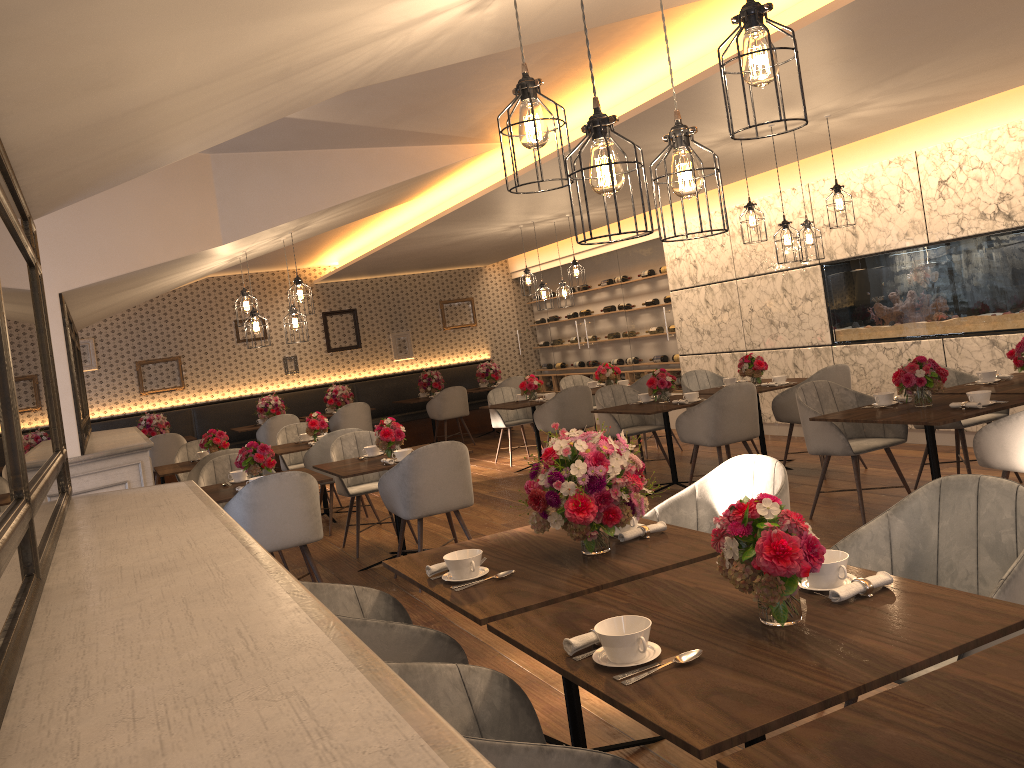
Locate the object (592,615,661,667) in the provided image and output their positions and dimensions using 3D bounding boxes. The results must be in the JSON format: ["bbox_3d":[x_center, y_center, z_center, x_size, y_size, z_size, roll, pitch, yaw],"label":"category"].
[{"bbox_3d":[0.243,0.554,1.902,0.148,0.072,0.149,-7,3,18],"label":"object"}]

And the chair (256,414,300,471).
[{"bbox_3d":[-2.996,0.824,11.548,0.567,0.872,0.525,-8,1,-25],"label":"chair"}]

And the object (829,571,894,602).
[{"bbox_3d":[0.824,0.479,2.089,0.176,0.039,0.056,-9,2,-25],"label":"object"}]

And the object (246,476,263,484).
[{"bbox_3d":[-1.574,0.619,5.515,0.148,0.072,0.149,-7,3,33],"label":"object"}]

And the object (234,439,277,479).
[{"bbox_3d":[-1.677,0.505,5.752,0.304,0.301,0.235,-7,1,40],"label":"object"}]

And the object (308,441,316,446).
[{"bbox_3d":[-1.798,0.537,7.969,0.056,0.039,0.175,-9,3,-25],"label":"object"}]

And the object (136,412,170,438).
[{"bbox_3d":[-4.647,0.562,11.453,0.421,0.425,0.404,-9,2,-37],"label":"object"}]

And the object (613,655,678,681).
[{"bbox_3d":[0.304,0.583,1.842,0.211,0.004,0.022,-9,3,-25],"label":"object"}]

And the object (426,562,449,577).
[{"bbox_3d":[-0.193,0.582,2.850,0.176,0.039,0.056,-9,2,-25],"label":"object"}]

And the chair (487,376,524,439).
[{"bbox_3d":[-0.004,0.325,12.961,0.567,0.872,0.525,-8,1,-25],"label":"chair"}]

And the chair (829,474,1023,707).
[{"bbox_3d":[1.150,0.725,2.375,0.528,0.872,0.563,-8,1,-25],"label":"chair"}]

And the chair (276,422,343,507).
[{"bbox_3d":[-2.055,0.833,8.879,0.567,0.872,0.525,-8,1,-25],"label":"chair"}]

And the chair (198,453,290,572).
[{"bbox_3d":[-1.942,0.951,6.368,0.567,0.872,0.525,-8,1,-25],"label":"chair"}]

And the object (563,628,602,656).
[{"bbox_3d":[0.197,0.572,2.005,0.176,0.039,0.056,-9,2,-25],"label":"object"}]

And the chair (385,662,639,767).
[{"bbox_3d":[-0.034,0.924,1.796,0.528,0.872,0.563,-8,1,-25],"label":"chair"}]

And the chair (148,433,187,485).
[{"bbox_3d":[-4.266,1.036,10.948,0.567,0.872,0.525,-8,1,-25],"label":"chair"}]

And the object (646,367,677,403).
[{"bbox_3d":[1.255,0.002,7.387,0.233,0.301,0.306,-7,2,43],"label":"object"}]

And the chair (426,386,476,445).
[{"bbox_3d":[-0.864,0.469,12.554,0.567,0.872,0.525,-8,1,-25],"label":"chair"}]

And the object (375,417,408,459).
[{"bbox_3d":[-0.839,0.364,6.161,0.234,0.301,0.305,-8,1,-6],"label":"object"}]

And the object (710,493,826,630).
[{"bbox_3d":[0.589,0.383,2.008,0.234,0.301,0.305,-8,1,-6],"label":"object"}]

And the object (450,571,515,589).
[{"bbox_3d":[-0.087,0.594,2.687,0.211,0.004,0.022,-9,3,-25],"label":"object"}]

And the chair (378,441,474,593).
[{"bbox_3d":[-0.497,0.788,5.584,0.567,0.872,0.525,-8,1,-25],"label":"chair"}]

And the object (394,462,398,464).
[{"bbox_3d":[-0.798,0.513,5.890,0.025,0.024,0.192,-9,3,-25],"label":"object"}]

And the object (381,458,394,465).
[{"bbox_3d":[-0.826,0.512,5.867,0.056,0.039,0.175,-9,3,-25],"label":"object"}]

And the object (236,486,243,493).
[{"bbox_3d":[-1.674,0.653,5.466,0.056,0.039,0.175,-9,3,-25],"label":"object"}]

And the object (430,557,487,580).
[{"bbox_3d":[-0.169,0.588,2.822,0.193,0.024,0.025,-9,2,-25],"label":"object"}]

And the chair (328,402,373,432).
[{"bbox_3d":[-2.135,0.681,11.955,0.567,0.872,0.525,-8,1,-25],"label":"chair"}]

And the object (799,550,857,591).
[{"bbox_3d":[0.774,0.463,2.192,0.148,0.072,0.149,-7,3,18],"label":"object"}]

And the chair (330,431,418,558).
[{"bbox_3d":[-1.081,0.807,6.774,0.567,0.872,0.525,-8,1,-25],"label":"chair"}]

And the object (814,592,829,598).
[{"bbox_3d":[0.802,0.488,2.116,0.193,0.024,0.025,-9,2,-25],"label":"object"}]

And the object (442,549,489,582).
[{"bbox_3d":[-0.148,0.564,2.747,0.148,0.072,0.149,-7,3,18],"label":"object"}]

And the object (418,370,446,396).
[{"bbox_3d":[-1.195,-0.016,13.086,0.404,0.425,0.421,-8,1,17],"label":"object"}]

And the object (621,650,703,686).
[{"bbox_3d":[0.312,0.578,1.808,0.198,0.015,0.042,-10,3,-29],"label":"object"}]

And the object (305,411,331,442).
[{"bbox_3d":[-1.811,0.391,8.264,0.234,0.301,0.305,-8,1,-6],"label":"object"}]

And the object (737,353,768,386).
[{"bbox_3d":[2.122,-0.140,7.764,0.235,0.301,0.304,-8,1,-23],"label":"object"}]

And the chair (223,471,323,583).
[{"bbox_3d":[-1.358,0.931,5.178,0.567,0.872,0.525,-8,1,-25],"label":"chair"}]

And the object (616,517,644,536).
[{"bbox_3d":[0.383,0.474,3.037,0.148,0.072,0.149,-7,3,18],"label":"object"}]

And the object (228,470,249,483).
[{"bbox_3d":[-1.861,0.631,6.051,0.148,0.072,0.149,-7,3,33],"label":"object"}]

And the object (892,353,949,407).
[{"bbox_3d":[2.334,-0.026,5.053,0.305,0.301,0.234,-8,1,8],"label":"object"}]

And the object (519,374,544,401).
[{"bbox_3d":[0.217,0.030,9.633,0.233,0.301,0.306,-7,2,43],"label":"object"}]

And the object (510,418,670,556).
[{"bbox_3d":[0.242,0.325,2.843,0.421,0.425,0.404,-9,2,-37],"label":"object"}]

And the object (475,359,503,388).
[{"bbox_3d":[-0.357,-0.156,13.494,0.404,0.425,0.421,-8,1,19],"label":"object"}]

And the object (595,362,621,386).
[{"bbox_3d":[1.082,-0.112,10.007,0.305,0.301,0.234,-8,1,-3],"label":"object"}]

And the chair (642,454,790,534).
[{"bbox_3d":[0.757,0.735,3.226,0.528,0.872,0.563,-8,1,-25],"label":"chair"}]

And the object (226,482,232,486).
[{"bbox_3d":[-1.915,0.677,5.994,0.022,0.004,0.210,-9,3,-25],"label":"object"}]

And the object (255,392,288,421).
[{"bbox_3d":[-3.318,0.335,12.179,0.404,0.425,0.421,-8,1,19],"label":"object"}]

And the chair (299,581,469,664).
[{"bbox_3d":[-0.427,0.934,2.647,0.528,0.872,0.563,-8,1,-25],"label":"chair"}]

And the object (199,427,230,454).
[{"bbox_3d":[-2.649,0.531,7.855,0.304,0.301,0.235,-7,1,40],"label":"object"}]

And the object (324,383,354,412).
[{"bbox_3d":[-2.441,0.193,12.483,0.421,0.425,0.404,-9,1,-23],"label":"object"}]

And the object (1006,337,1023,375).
[{"bbox_3d":[3.198,-0.170,5.429,0.305,0.301,0.234,-8,1,-3],"label":"object"}]

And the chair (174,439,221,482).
[{"bbox_3d":[-2.915,0.977,8.473,0.567,0.872,0.525,-8,1,-25],"label":"chair"}]

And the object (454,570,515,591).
[{"bbox_3d":[-0.079,0.589,2.652,0.198,0.015,0.042,-10,3,-29],"label":"object"}]

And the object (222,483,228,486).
[{"bbox_3d":[-1.950,0.677,5.985,0.043,0.015,0.197,-10,3,-28],"label":"object"}]

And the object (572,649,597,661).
[{"bbox_3d":[0.221,0.577,1.978,0.193,0.024,0.025,-9,2,-25],"label":"object"}]

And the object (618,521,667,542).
[{"bbox_3d":[0.434,0.489,2.934,0.176,0.039,0.056,-9,2,-25],"label":"object"}]
